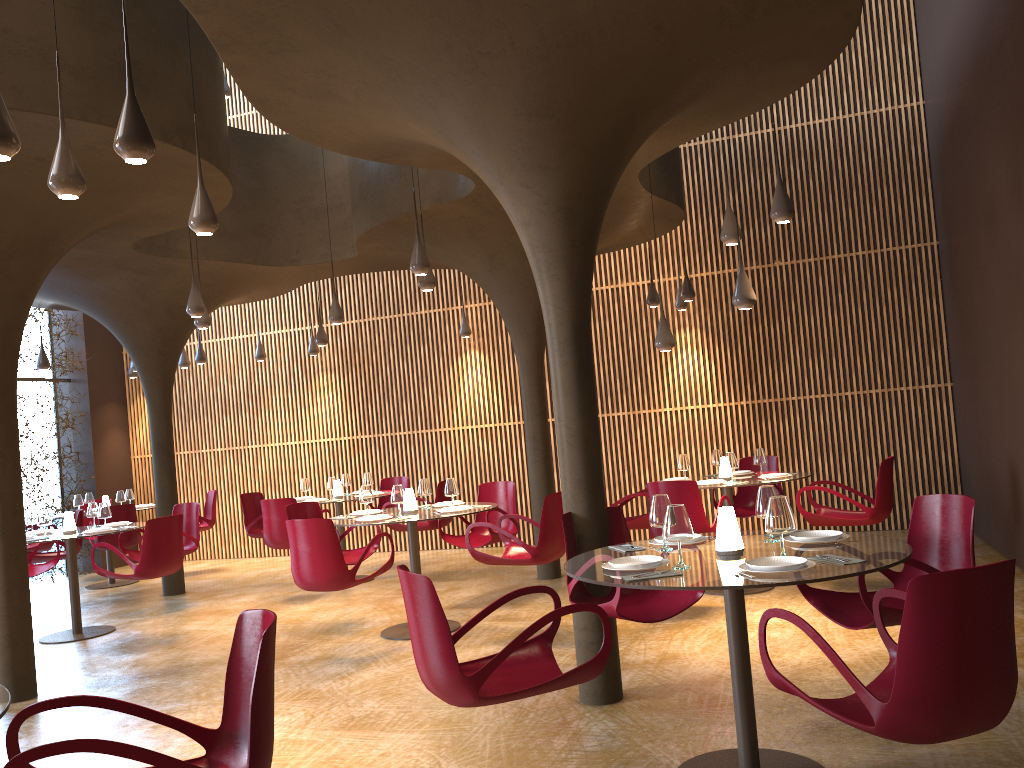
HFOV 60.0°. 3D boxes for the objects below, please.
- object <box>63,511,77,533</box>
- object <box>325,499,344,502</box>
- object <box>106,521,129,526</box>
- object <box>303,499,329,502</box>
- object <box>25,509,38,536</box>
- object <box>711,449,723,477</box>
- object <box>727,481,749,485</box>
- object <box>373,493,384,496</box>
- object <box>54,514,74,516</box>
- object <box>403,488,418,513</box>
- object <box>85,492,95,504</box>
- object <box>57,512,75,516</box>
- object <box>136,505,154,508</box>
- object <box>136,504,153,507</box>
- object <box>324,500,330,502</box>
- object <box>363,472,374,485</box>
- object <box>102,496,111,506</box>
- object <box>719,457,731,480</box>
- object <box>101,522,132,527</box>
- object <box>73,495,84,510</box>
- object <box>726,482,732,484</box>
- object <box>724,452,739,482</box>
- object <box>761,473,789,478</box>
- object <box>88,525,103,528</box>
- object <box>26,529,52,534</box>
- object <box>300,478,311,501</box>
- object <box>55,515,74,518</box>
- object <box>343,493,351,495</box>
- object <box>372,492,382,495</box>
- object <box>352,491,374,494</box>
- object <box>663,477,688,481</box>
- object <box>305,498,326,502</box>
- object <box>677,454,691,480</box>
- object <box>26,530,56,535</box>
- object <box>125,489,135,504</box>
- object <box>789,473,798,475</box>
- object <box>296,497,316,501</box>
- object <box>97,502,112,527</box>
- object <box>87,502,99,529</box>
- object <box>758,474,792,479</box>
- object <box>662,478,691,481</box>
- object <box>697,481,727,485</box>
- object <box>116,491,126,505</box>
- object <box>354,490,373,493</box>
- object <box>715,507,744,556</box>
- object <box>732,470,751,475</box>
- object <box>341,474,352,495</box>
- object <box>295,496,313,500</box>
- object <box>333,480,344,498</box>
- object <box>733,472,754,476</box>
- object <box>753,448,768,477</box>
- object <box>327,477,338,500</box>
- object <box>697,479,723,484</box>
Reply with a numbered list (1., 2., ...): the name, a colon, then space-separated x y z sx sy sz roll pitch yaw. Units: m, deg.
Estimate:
1. object: -4.874 1.519 9.758 0.142 0.232 0.145 -4 -2 -27
2. object: -2.246 1.476 11.212 0.126 0.017 0.262 -6 -3 23
3. object: -4.532 1.607 10.167 0.263 0.029 0.263 -6 -3 20
4. object: -2.515 1.499 11.348 0.332 0.014 0.332 -5 -3 7
5. object: -5.294 1.526 9.777 0.142 0.295 0.142 -4 -2 -34
6. object: 2.232 0.860 9.610 0.142 0.295 0.142 -5 -2 1
7. object: 2.175 0.957 8.541 0.126 0.017 0.262 -7 -4 39
8. object: -1.842 1.457 11.680 0.332 0.014 0.331 -8 -4 42
9. object: -6.674 1.958 13.279 0.332 0.014 0.332 -5 -3 -1
10. object: -0.979 1.116 8.501 0.142 0.232 0.144 -5 -2 -7
11. object: -6.562 1.836 13.778 0.142 0.295 0.142 -6 -2 19
12. object: -6.675 1.949 13.279 0.263 0.029 0.263 -5 -3 6
13. object: -5.705 1.896 13.738 0.331 0.014 0.332 -5 -3 -8
14. object: -5.706 1.887 13.739 0.263 0.029 0.263 -6 -3 21
15. object: -2.520 1.501 11.349 0.411 0.012 0.204 -6 -3 19
16. object: -1.929 1.338 11.904 0.142 0.295 0.142 -4 -2 -29
17. object: -6.208 1.824 13.551 0.144 0.232 0.142 -5 -2 -7
18. object: 2.211 0.872 9.191 0.144 0.232 0.142 -5 -2 14
19. object: -4.531 1.616 10.167 0.332 0.014 0.332 -5 -3 0
20. object: -6.463 1.799 13.218 0.142 0.295 0.142 -5 -2 17
21. object: 1.950 0.981 8.748 0.411 0.012 0.204 -7 -3 35
22. object: 2.172 0.824 8.783 0.142 0.295 0.142 -6 -2 27
23. object: 2.626 0.916 8.851 0.263 0.029 0.263 -6 -3 14
24. object: -4.784 1.654 10.330 0.126 0.017 0.262 -7 -3 29
25. object: -5.334 1.669 10.002 0.263 0.029 0.263 -6 -3 19
26. object: -2.750 1.405 11.810 0.142 0.295 0.142 -5 -2 -10
27. object: -6.555 1.941 13.001 0.261 0.017 0.126 -4 -3 -27
28. object: -2.344 1.545 12.441 0.126 0.017 0.262 -6 -3 19
29. object: -1.843 1.447 11.680 0.263 0.029 0.263 -5 -3 -3
30. object: -2.067 1.508 12.324 0.332 0.014 0.332 -6 -3 16
31. object: 1.752 1.023 9.470 0.263 0.029 0.263 -7 -3 31
32. object: -2.516 1.489 11.348 0.263 0.029 0.263 -6 -3 23
33. object: 1.795 0.880 9.247 0.142 0.295 0.142 -4 -2 -24
34. object: -5.333 1.678 10.002 0.332 0.014 0.331 -8 -4 45
35. object: -5.945 1.782 13.788 0.142 0.295 0.142 -6 -2 36
36. object: 2.792 0.931 9.104 0.262 0.017 0.126 -7 -3 30
37. object: -2.827 1.560 12.022 0.332 0.014 0.331 -7 -3 31
38. object: -4.470 1.452 9.726 0.142 0.295 0.142 -5 -2 -7
39. object: -4.764 1.496 10.096 0.142 0.295 0.142 -5 -2 6
40. object: 2.627 0.925 8.851 0.332 0.014 0.332 -5 -3 7
41. object: 1.753 1.032 9.470 0.331 0.014 0.332 -2 -4 -43
42. object: 1.954 0.979 8.746 0.331 0.014 0.332 -2 -4 -44
43. object: -5.875 1.753 13.320 0.142 0.295 0.142 -4 -2 -22
44. object: -2.067 1.499 12.325 0.263 0.029 0.263 -7 -3 29
45. object: 1.083 0.735 4.447 0.144 0.232 0.142 -4 -2 -25
46. object: 2.470 0.969 9.656 0.263 0.029 0.263 -2 -4 -45
47. object: -2.283 1.384 12.217 0.142 0.295 0.142 -6 -2 18
48. object: -2.828 1.550 12.022 0.263 0.029 0.263 -3 -3 -36
49. object: -2.333 1.402 11.864 0.142 0.232 0.144 -5 -2 3
50. object: 2.471 0.979 9.656 0.331 0.014 0.332 -3 -3 -35
51. object: 2.544 0.806 9.076 0.142 0.295 0.142 -5 -2 6
52. object: -2.315 1.349 11.447 0.142 0.295 0.142 -5 -2 11
53. object: 1.953 0.969 8.746 0.263 0.029 0.263 -6 -3 23
